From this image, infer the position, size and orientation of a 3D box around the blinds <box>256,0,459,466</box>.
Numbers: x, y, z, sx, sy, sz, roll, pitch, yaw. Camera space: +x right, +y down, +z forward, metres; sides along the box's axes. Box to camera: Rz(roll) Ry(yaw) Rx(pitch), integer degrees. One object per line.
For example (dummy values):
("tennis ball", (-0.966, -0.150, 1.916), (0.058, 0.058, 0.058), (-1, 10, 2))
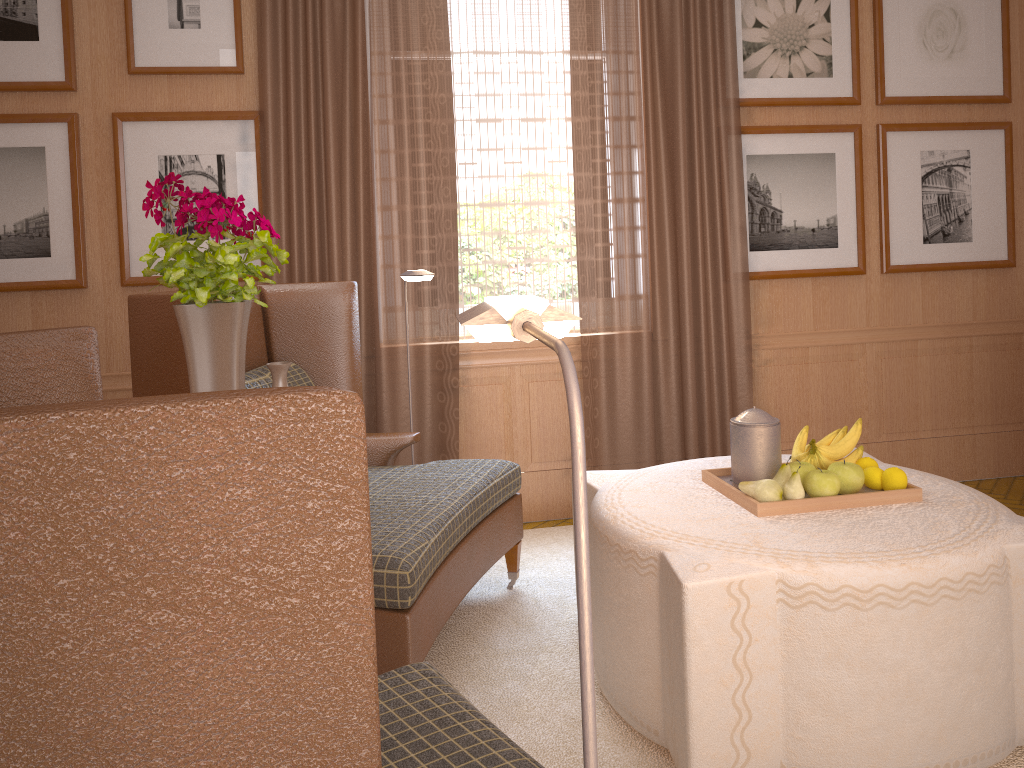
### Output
("blinds", (-1.112, -1.200, 6.525), (1.429, 4.784, 0.267), (-3, 2, -8))

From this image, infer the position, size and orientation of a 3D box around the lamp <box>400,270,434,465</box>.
("lamp", (-0.552, 0.288, 5.576), (0.629, 2.019, 0.566), (0, 3, 42))

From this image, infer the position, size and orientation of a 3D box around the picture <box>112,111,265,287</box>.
("picture", (-2.325, -1.358, 6.420), (1.050, 1.245, 0.048), (-3, 2, -10))

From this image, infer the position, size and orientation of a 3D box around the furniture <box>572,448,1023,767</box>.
("furniture", (1.357, 0.969, 4.242), (1.952, 0.895, 1.966), (-4, 7, -12))

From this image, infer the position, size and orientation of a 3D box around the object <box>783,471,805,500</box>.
("object", (1.267, 0.463, 3.963), (0.098, 0.148, 0.098), (-1, 4, 26))

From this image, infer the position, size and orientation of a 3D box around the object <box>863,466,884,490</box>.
("object", (1.720, 0.448, 4.170), (0.111, 0.110, 0.135), (-3, 6, -7))

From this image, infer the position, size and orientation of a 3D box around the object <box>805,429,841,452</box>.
("object", (1.552, 0.298, 4.426), (0.091, 0.128, 0.411), (1, 8, 39))

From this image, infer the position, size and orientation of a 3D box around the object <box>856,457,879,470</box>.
("object", (1.742, 0.423, 4.324), (0.114, 0.133, 0.108), (1, 5, 37))

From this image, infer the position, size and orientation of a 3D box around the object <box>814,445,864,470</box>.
("object", (1.627, 0.358, 4.326), (0.398, 0.172, 0.072), (-7, 5, -34))

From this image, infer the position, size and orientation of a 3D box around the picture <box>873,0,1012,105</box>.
("picture", (3.635, -2.988, 7.426), (1.251, 1.245, 0.048), (-3, 2, -10))

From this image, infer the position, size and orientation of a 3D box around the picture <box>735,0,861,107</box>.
("picture", (2.251, -2.896, 7.187), (1.251, 1.245, 0.048), (-3, 2, -10))

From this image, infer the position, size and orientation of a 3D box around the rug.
("rug", (0.714, 1.676, 2.778), (6.000, 0.020, 8.026), (-4, 9, -9))

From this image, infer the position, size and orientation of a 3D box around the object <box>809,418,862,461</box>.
("object", (1.619, 0.280, 4.336), (0.406, 0.168, 0.071), (-7, 5, -33))

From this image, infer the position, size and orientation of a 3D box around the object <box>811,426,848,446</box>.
("object", (1.568, 0.321, 4.380), (0.378, 0.171, 0.065), (-9, 6, -43))

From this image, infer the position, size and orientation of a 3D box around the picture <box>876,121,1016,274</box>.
("picture", (3.693, -1.587, 7.463), (1.251, 1.245, 0.048), (-3, 2, -10))

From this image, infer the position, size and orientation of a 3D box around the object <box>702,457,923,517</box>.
("object", (1.416, 0.486, 4.246), (0.801, 0.059, 0.644), (-4, 9, -10))

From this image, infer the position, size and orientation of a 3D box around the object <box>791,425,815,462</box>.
("object", (1.451, 0.321, 4.412), (0.104, 0.158, 0.379), (-1, 7, 14))

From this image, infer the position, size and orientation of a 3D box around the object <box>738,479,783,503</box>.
("object", (1.126, 0.494, 3.973), (0.194, 0.128, 0.134), (-1, 5, 10))

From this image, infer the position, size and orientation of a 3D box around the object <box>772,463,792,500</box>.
("object", (1.253, 0.461, 4.081), (0.130, 0.196, 0.131), (-1, 4, 26))

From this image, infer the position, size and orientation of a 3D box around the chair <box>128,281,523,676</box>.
("chair", (-1.023, 0.440, 4.861), (1.718, 1.966, 1.927), (-1, 5, 15))

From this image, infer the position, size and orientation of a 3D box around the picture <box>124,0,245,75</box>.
("picture", (-2.382, -2.729, 6.384), (0.805, 0.955, 0.048), (-3, 2, -10))

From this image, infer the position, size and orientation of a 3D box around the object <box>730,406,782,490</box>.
("object", (1.185, 0.302, 4.278), (0.235, 0.391, 0.234), (-6, 5, -43))

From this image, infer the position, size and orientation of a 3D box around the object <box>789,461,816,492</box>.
("object", (1.372, 0.441, 4.186), (0.155, 0.134, 0.160), (-3, 6, -5))

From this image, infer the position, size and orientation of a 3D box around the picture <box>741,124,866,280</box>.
("picture", (2.309, -1.495, 7.224), (1.251, 1.245, 0.048), (-3, 2, -10))

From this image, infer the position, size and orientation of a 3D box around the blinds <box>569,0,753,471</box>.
("blinds", (1.175, -1.359, 6.922), (1.449, 4.773, 0.267), (-3, 2, -11))

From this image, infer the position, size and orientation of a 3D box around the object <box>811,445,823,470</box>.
("object", (1.585, 0.368, 4.365), (0.062, 0.199, 0.388), (0, 6, 45))

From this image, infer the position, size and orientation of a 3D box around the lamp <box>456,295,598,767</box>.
("lamp", (0.032, 0.902, 1.273), (0.566, 2.024, 0.630), (-4, 3, -39))

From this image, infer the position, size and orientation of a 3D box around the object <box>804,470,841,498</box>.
("object", (1.417, 0.464, 4.021), (0.155, 0.134, 0.160), (-3, 6, -5))

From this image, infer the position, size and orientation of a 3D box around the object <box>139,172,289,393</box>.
("object", (-1.088, -0.252, 3.287), (0.525, 1.085, 0.458), (-3, 3, -11))

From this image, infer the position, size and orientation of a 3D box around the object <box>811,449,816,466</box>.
("object", (1.502, 0.371, 4.412), (0.062, 0.181, 0.398), (-2, 7, 19))

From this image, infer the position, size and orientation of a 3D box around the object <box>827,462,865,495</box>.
("object", (1.555, 0.441, 4.107), (0.169, 0.146, 0.174), (2, 7, 36))

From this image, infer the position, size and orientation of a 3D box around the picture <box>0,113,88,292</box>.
("picture", (-3.686, -1.267, 6.185), (1.251, 1.245, 0.048), (-3, 2, -10))

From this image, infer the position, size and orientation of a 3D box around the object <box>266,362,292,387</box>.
("object", (-0.871, 0.100, 3.323), (0.186, 0.356, 0.187), (-1, 3, 24))

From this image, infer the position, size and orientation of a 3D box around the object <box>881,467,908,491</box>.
("object", (1.777, 0.451, 4.092), (0.114, 0.133, 0.108), (1, 5, 37))

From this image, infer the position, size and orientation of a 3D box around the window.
("window", (-0.074, -2.018, 7.230), (2.435, 3.367, 0.849), (-3, 2, -10))

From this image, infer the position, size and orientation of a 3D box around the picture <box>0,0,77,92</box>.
("picture", (-3.744, -2.668, 6.148), (1.251, 1.245, 0.048), (-3, 2, -10))

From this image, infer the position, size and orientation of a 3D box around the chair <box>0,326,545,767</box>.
("chair", (-0.446, 0.895, 1.639), (1.728, 1.966, 1.915), (-6, 6, -35))

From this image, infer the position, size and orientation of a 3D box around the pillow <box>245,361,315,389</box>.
("pillow", (-1.450, 0.279, 4.975), (0.537, 0.703, 1.084), (-1, 6, 15))

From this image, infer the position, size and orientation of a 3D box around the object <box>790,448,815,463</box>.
("object", (1.438, 0.373, 4.414), (0.071, 0.184, 0.396), (-2, 7, 5))
